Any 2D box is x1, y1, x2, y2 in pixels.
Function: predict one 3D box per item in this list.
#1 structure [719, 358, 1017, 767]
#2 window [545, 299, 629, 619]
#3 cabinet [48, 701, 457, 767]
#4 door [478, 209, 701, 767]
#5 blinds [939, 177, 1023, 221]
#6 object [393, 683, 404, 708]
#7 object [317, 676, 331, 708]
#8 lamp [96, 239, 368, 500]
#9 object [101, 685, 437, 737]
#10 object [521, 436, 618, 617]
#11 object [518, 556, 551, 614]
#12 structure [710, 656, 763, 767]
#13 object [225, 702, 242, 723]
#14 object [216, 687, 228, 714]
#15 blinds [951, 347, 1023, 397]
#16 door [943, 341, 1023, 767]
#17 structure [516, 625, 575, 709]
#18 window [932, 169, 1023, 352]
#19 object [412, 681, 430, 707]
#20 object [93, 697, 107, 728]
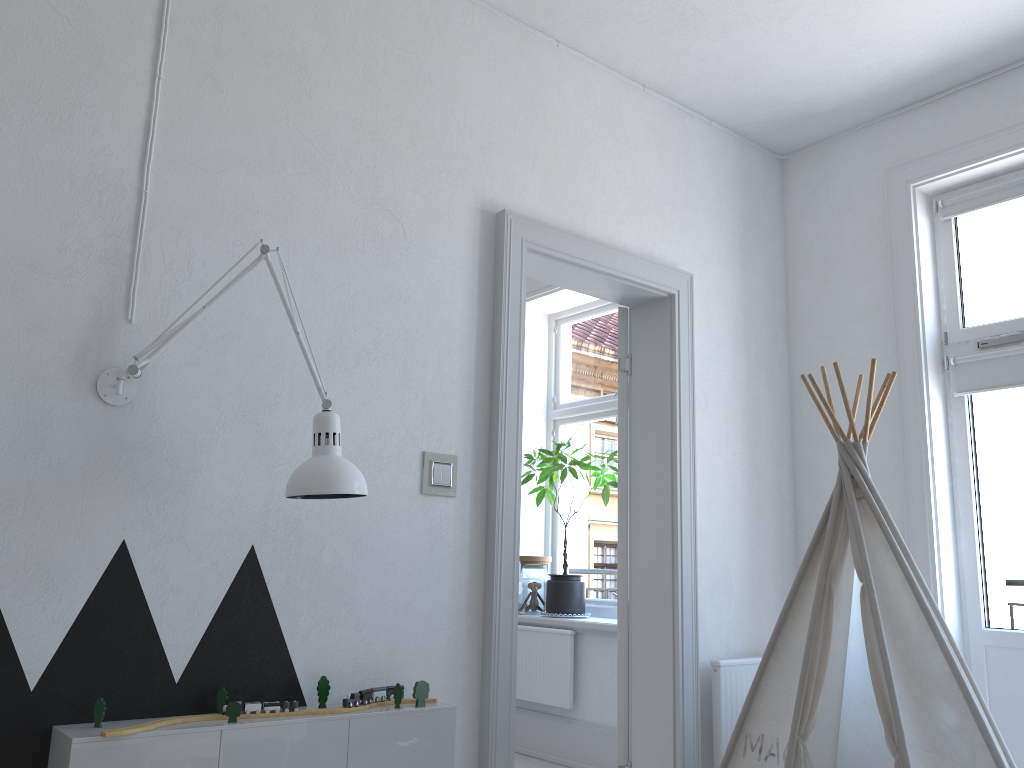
[{"bbox_3d":[1.113,0.754,2.835,1.143,1.747,1.145,-4,-13,27],"label":"structure"},{"bbox_3d":[0.670,0.384,5.131,0.094,1.898,1.359,11,-15,-37],"label":"window"},{"bbox_3d":[-0.591,1.039,2.147,0.971,0.453,0.183,11,-15,-38],"label":"cabinet"},{"bbox_3d":[0.379,0.614,3.312,0.505,2.174,1.467,-7,-14,35],"label":"door"},{"bbox_3d":[1.926,-0.747,3.399,0.032,0.087,0.566,11,-15,-37],"label":"blinds"},{"bbox_3d":[-0.302,0.825,2.349,0.029,0.063,0.007,4,-12,-11],"label":"object"},{"bbox_3d":[-0.493,0.805,2.321,0.009,0.080,0.037,-10,-16,44],"label":"object"},{"bbox_3d":[-0.675,-0.045,2.240,0.651,0.654,0.201,3,-12,-5],"label":"lamp"},{"bbox_3d":[-0.561,0.795,2.197,0.903,0.047,0.111,13,-16,-43],"label":"object"},{"bbox_3d":[0.332,0.809,5.108,0.696,1.020,0.498,-4,-13,24],"label":"object"},{"bbox_3d":[0.132,1.191,5.264,0.228,0.329,0.228,10,-14,-36],"label":"object"},{"bbox_3d":[0.978,1.284,3.401,0.636,0.459,0.076,12,-16,-41],"label":"structure"},{"bbox_3d":[-0.650,0.766,2.068,0.037,0.046,0.006,4,-12,-11],"label":"object"},{"bbox_3d":[-0.711,0.777,2.174,0.029,0.063,0.007,-1,-12,14],"label":"object"},{"bbox_3d":[1.908,-0.068,3.261,0.032,0.158,0.566,11,-15,-37],"label":"blinds"},{"bbox_3d":[1.894,0.641,2.734,0.637,1.835,1.265,10,-14,-36],"label":"door"},{"bbox_3d":[0.085,1.565,4.944,0.049,0.417,0.742,11,-15,-37],"label":"structure"},{"bbox_3d":[2.126,-0.545,3.127,0.101,0.659,1.264,11,-15,-37],"label":"window"},{"bbox_3d":[-0.245,0.833,2.386,0.009,0.066,0.054,-9,-16,41],"label":"object"},{"bbox_3d":[-0.914,0.727,1.964,0.029,0.063,0.007,-1,-12,14],"label":"object"}]
